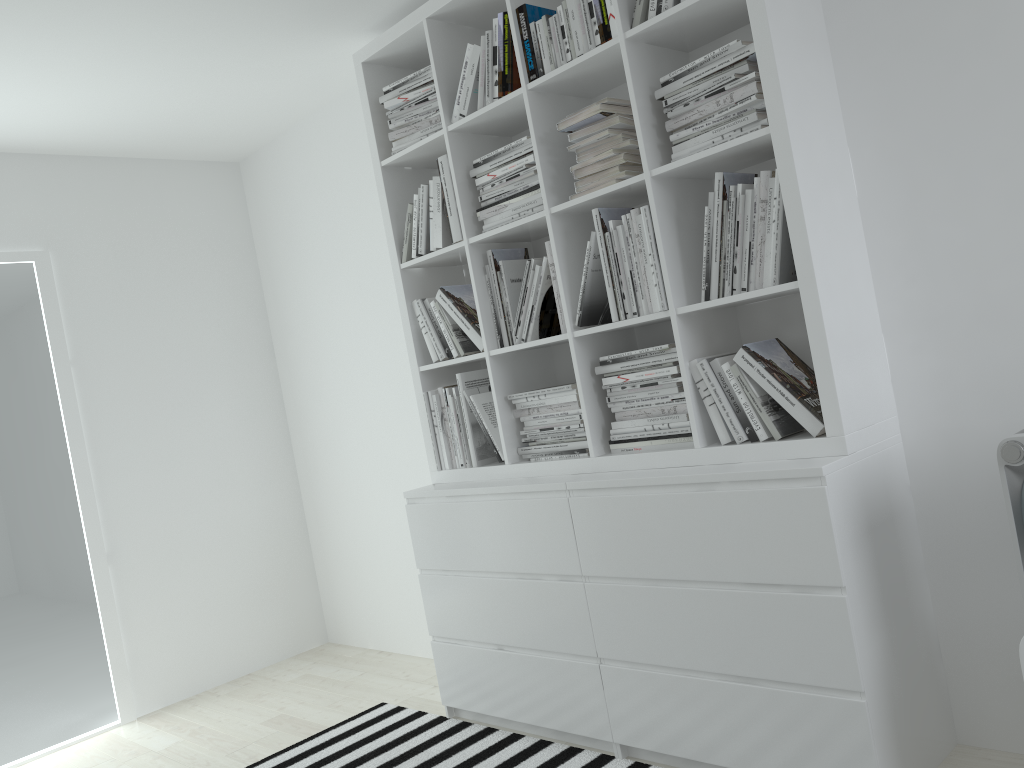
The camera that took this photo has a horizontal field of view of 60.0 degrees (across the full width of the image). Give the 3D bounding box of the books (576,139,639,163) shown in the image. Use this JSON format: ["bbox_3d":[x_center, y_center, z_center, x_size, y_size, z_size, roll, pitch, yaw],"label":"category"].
[{"bbox_3d":[0.342,-0.677,2.634,0.182,0.016,0.288,-10,0,36],"label":"books"}]

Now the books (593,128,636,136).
[{"bbox_3d":[0.324,-0.730,2.660,0.256,0.013,0.161,-11,0,-39],"label":"books"}]

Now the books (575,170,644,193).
[{"bbox_3d":[0.345,-0.594,2.640,0.182,0.016,0.288,-10,0,41],"label":"books"}]

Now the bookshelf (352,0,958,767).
[{"bbox_3d":[0.239,-0.123,2.723,0.440,2.416,1.595,-11,0,-44],"label":"bookshelf"}]

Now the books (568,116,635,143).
[{"bbox_3d":[0.312,-0.745,2.647,0.174,0.021,0.273,-10,0,36],"label":"books"}]

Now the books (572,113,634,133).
[{"bbox_3d":[0.319,-0.764,2.649,0.161,0.013,0.254,-10,0,41],"label":"books"}]

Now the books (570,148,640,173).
[{"bbox_3d":[0.337,-0.660,2.627,0.288,0.016,0.182,-11,0,-39],"label":"books"}]

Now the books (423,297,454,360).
[{"bbox_3d":[-0.208,-0.205,3.184,0.152,0.232,0.104,-11,0,-44],"label":"books"}]

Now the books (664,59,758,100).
[{"bbox_3d":[0.552,-0.795,2.347,0.161,0.013,0.254,-11,0,-44],"label":"books"}]

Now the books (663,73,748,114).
[{"bbox_3d":[0.547,-0.764,2.346,0.161,0.013,0.256,-11,0,-34],"label":"books"}]

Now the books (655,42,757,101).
[{"bbox_3d":[0.557,-0.815,2.337,0.176,0.025,0.331,-11,0,-39],"label":"books"}]

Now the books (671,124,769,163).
[{"bbox_3d":[0.586,-0.621,2.326,0.182,0.016,0.288,-11,0,-39],"label":"books"}]

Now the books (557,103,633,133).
[{"bbox_3d":[0.307,-0.780,2.640,0.331,0.025,0.176,-11,0,-44],"label":"books"}]

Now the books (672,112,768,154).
[{"bbox_3d":[0.583,-0.656,2.339,0.174,0.021,0.273,-11,0,-39],"label":"books"}]

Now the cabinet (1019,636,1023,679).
[{"bbox_3d":[1.325,0.665,1.743,0.467,0.477,0.350,-10,0,40],"label":"cabinet"}]

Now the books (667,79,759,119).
[{"bbox_3d":[0.560,-0.742,2.339,0.254,0.012,0.161,-10,0,41],"label":"books"}]

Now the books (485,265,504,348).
[{"bbox_3d":[-0.003,-0.266,3.002,0.159,0.285,0.012,-11,0,-44],"label":"books"}]

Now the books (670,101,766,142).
[{"bbox_3d":[0.589,-0.689,2.352,0.288,0.016,0.182,-10,0,41],"label":"books"}]

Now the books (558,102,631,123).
[{"bbox_3d":[0.295,-0.798,2.645,0.285,0.012,0.159,-11,0,-39],"label":"books"}]

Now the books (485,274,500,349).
[{"bbox_3d":[-0.006,-0.251,3.014,0.161,0.254,0.012,-11,0,-44],"label":"books"}]

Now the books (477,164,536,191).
[{"bbox_3d":[0.024,-0.674,2.896,0.161,0.013,0.256,-11,0,-39],"label":"books"}]

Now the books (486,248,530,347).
[{"bbox_3d":[0.013,-0.292,2.994,0.176,0.331,0.025,-11,0,-44],"label":"books"}]

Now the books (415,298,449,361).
[{"bbox_3d":[-0.232,-0.203,3.205,0.172,0.235,0.112,-11,0,-44],"label":"books"}]

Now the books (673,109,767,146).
[{"bbox_3d":[0.575,-0.673,2.347,0.161,0.013,0.254,-11,0,-44],"label":"books"}]

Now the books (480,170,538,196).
[{"bbox_3d":[0.037,-0.651,2.890,0.161,0.012,0.254,-11,0,-44],"label":"books"}]

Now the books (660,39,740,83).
[{"bbox_3d":[0.538,-0.844,2.343,0.161,0.012,0.254,-11,0,-39],"label":"books"}]

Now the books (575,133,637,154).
[{"bbox_3d":[0.322,-0.705,2.651,0.161,0.012,0.254,-10,0,36],"label":"books"}]

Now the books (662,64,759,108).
[{"bbox_3d":[0.555,-0.781,2.350,0.167,0.017,0.263,-11,0,-44],"label":"books"}]

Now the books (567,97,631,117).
[{"bbox_3d":[0.306,-0.813,2.653,0.254,0.012,0.161,-11,0,-44],"label":"books"}]

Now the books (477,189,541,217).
[{"bbox_3d":[0.070,-0.594,2.914,0.308,0.014,0.232,-10,0,44],"label":"books"}]

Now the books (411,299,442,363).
[{"bbox_3d":[-0.254,-0.201,3.244,0.172,0.239,0.093,-11,0,-44],"label":"books"}]

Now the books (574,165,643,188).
[{"bbox_3d":[0.340,-0.612,2.644,0.273,0.021,0.174,-11,0,-44],"label":"books"}]

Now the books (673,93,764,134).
[{"bbox_3d":[0.592,-0.705,2.343,0.182,0.016,0.288,-11,0,-34],"label":"books"}]

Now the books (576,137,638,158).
[{"bbox_3d":[0.336,-0.692,2.650,0.167,0.017,0.263,-10,0,41],"label":"books"}]

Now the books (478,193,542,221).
[{"bbox_3d":[0.076,-0.581,2.910,0.232,0.014,0.314,-11,0,-45],"label":"books"}]

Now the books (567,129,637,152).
[{"bbox_3d":[0.316,-0.717,2.639,0.285,0.012,0.159,-11,0,-44],"label":"books"}]

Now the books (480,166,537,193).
[{"bbox_3d":[0.047,-0.666,2.886,0.159,0.012,0.285,-11,0,-44],"label":"books"}]

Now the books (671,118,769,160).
[{"bbox_3d":[0.591,-0.638,2.341,0.182,0.016,0.288,-11,0,-44],"label":"books"}]

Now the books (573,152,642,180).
[{"bbox_3d":[0.333,-0.636,2.641,0.180,0.028,0.296,-10,0,36],"label":"books"}]

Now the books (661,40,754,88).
[{"bbox_3d":[0.547,-0.833,2.328,0.159,0.012,0.285,-11,0,-34],"label":"books"}]

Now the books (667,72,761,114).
[{"bbox_3d":[0.569,-0.756,2.334,0.159,0.012,0.285,-11,0,-39],"label":"books"}]

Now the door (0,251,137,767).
[{"bbox_3d":[-2.192,0.510,3.183,0.688,2.055,1.397,-11,0,4],"label":"door"}]

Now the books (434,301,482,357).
[{"bbox_3d":[-0.161,-0.204,3.134,0.161,0.213,0.118,-11,0,-44],"label":"books"}]

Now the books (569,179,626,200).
[{"bbox_3d":[0.333,-0.575,2.647,0.288,0.016,0.182,-11,0,-44],"label":"books"}]

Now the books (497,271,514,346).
[{"bbox_3d":[0.033,-0.257,2.981,0.161,0.254,0.013,-11,0,-44],"label":"books"}]

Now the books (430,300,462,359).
[{"bbox_3d":[-0.184,-0.203,3.165,0.161,0.218,0.101,-11,0,-44],"label":"books"}]

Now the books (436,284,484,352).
[{"bbox_3d":[-0.115,-0.234,3.087,0.176,0.255,0.226,-11,0,-44],"label":"books"}]

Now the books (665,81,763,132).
[{"bbox_3d":[0.574,-0.723,2.337,0.180,0.028,0.296,-11,0,-39],"label":"books"}]

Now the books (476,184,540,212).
[{"bbox_3d":[0.076,-0.609,2.918,0.251,0.012,0.312,-11,0,-43],"label":"books"}]
